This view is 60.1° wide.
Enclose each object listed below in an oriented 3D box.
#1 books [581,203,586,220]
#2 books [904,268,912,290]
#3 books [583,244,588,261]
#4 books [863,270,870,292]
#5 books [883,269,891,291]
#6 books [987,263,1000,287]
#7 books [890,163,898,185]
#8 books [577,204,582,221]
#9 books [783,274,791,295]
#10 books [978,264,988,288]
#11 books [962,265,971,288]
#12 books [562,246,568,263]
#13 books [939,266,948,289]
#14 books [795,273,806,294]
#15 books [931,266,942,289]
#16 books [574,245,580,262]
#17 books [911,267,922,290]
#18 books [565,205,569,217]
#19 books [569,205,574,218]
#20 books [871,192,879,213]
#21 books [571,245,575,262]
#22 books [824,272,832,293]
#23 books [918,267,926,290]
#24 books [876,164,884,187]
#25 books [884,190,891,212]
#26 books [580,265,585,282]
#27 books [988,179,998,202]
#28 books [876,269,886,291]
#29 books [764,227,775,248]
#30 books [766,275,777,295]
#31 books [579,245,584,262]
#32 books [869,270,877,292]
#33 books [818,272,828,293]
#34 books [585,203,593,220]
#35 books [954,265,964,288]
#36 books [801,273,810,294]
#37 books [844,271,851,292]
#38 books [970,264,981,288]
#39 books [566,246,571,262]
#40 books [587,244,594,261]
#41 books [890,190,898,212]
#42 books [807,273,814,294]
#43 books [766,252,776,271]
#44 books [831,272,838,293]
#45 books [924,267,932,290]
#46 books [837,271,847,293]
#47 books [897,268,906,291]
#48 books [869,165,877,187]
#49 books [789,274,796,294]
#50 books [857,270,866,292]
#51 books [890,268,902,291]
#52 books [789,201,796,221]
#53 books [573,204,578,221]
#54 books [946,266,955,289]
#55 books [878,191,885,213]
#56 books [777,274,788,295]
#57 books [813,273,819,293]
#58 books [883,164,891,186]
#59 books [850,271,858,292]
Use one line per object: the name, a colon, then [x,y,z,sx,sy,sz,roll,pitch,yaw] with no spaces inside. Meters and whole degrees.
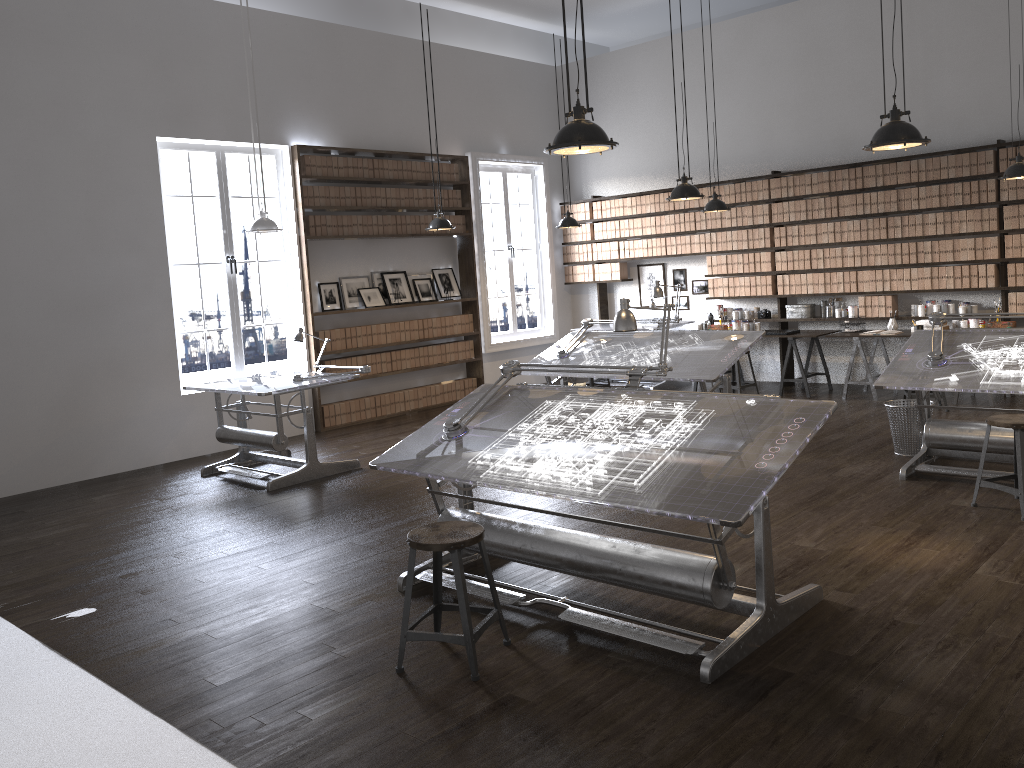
books: [1.013,-2.327,11.962,0.067,0.225,0.175,0,7,43]
books: [4.138,-1.090,9.200,0.067,0.225,0.175,0,7,43]
books: [1.044,-1.781,12.008,0.067,0.225,0.175,0,7,43]
books: [3.834,-1.105,9.487,0.067,0.224,0.175,0,7,43]
books: [3.986,-1.098,9.344,0.067,0.225,0.175,0,7,43]
books: [4.713,-1.063,8.666,0.067,0.224,0.175,0,7,43]
books: [3.990,-2.178,9.193,0.067,0.225,0.175,0,7,43]
books: [0.964,-2.330,12.013,0.067,0.225,0.175,0,7,43]
books: [3.170,-1.137,10.105,0.067,0.225,0.175,0,7,43]
books: [4.655,-1.065,8.718,0.067,0.225,0.175,0,7,43]
books: [4.545,-1.071,8.820,0.067,0.225,0.175,0,7,43]
books: [0.784,-1.793,12.250,0.067,0.225,0.175,0,7,43]
books: [4.390,-1.079,8.971,0.067,0.225,0.175,0,7,43]
books: [3.273,-1.133,10.011,0.067,0.225,0.175,0,7,43]
books: [4.338,-1.081,9.020,0.067,0.225,0.175,0,7,43]
books: [0.938,-1.786,12.109,0.067,0.225,0.175,0,7,43]
books: [4.192,-1.088,9.152,0.067,0.224,0.175,0,7,43]
books: [0.806,-2.337,12.153,0.067,0.225,0.175,0,7,43]
books: [0.861,-2.334,12.106,0.067,0.225,0.175,0,7,43]
books: [3.857,-1.910,9.350,0.067,0.225,0.175,0,7,43]
books: [0.889,-1.789,12.160,0.067,0.225,0.175,0,7,43]
books: [3.523,-1.121,9.780,0.067,0.225,0.175,0,7,43]
books: [4.239,-1.086,9.110,0.067,0.224,0.175,0,7,43]
books: [3.887,-2.182,9.286,0.067,0.225,0.175,0,7,43]
books: [3.958,-1.905,9.260,0.067,0.224,0.175,0,7,43]
books: [1.009,-1.509,12.077,0.067,0.225,0.175,0,7,43]
books: [4.677,-1.871,8.588,0.067,0.224,0.175,0,7,43]
books: [3.930,-1.100,9.391,0.067,0.225,0.175,0,7,43]
books: [2.985,-1.688,10.206,0.067,0.225,0.175,0,7,43]
books: [3.018,-1.144,10.243,0.067,0.225,0.175,0,7,43]
books: [0.993,-1.784,12.064,0.067,0.225,0.175,0,7,43]
books: [3.877,-1.102,9.441,0.067,0.225,0.175,0,7,43]
books: [3.469,-1.122,9.822,0.067,0.225,0.175,0,7,43]
books: [1.067,-2.324,11.914,0.067,0.224,0.175,0,7,43]
books: [4.494,-1.074,8.875,0.067,0.225,0.175,0,7,43]
books: [3.322,-1.130,9.960,0.067,0.225,0.175,0,7,43]
books: [3.679,-1.113,9.635,0.067,0.225,0.175,0,7,43]
books: [4.603,-1.069,8.773,0.067,0.224,0.175,0,7,43]
books: [0.837,-1.792,12.208,0.067,0.225,0.175,0,7,43]
books: [1.102,-1.779,11.962,0.067,0.224,0.175,0,7,43]
books: [4.004,-1.902,9.211,0.067,0.225,0.175,0,7,43]
books: [3.377,-1.127,9.912,0.067,0.224,0.175,0,7,43]
books: [3.002,-1.412,10.220,0.067,0.225,0.175,0,7,43]
books: [3.575,-1.118,9.731,0.067,0.225,0.175,0,7,43]
books: [4.285,-1.083,9.061,0.067,0.225,0.175,0,7,43]
books: [3.623,-1.115,9.680,0.067,0.225,0.175,0,7,43]
books: [4.089,-1.093,9.251,0.067,0.225,0.175,0,7,43]
books: [3.831,-2.184,9.333,0.067,0.225,0.175,0,7,43]
books: [3.224,-1.135,10.060,0.067,0.225,0.175,0,7,43]
books: [3.788,-1.108,9.533,0.067,0.224,0.175,0,7,43]
books: [4.039,-1.096,9.300,0.067,0.225,0.175,0,7,43]
books: [3.195,-1.942,9.970,0.067,0.224,0.175,0,7,43]
books: [0.914,-2.333,12.062,0.067,0.225,0.175,0,7,43]
books: [4.439,-1.076,8.920,0.067,0.225,0.175,0,7,43]
books: [3.911,-1.907,9.302,0.067,0.224,0.175,0,7,43]
books: [3.115,-1.139,10.152,0.067,0.225,0.175,0,7,43]
books: [3.424,-1.125,9.870,0.067,0.224,0.175,0,7,43]
books: [3.940,-2.180,9.242,0.067,0.225,0.175,0,7,43]
books: [3.730,-1.110,9.580,0.067,0.225,0.175,0,7,43]
